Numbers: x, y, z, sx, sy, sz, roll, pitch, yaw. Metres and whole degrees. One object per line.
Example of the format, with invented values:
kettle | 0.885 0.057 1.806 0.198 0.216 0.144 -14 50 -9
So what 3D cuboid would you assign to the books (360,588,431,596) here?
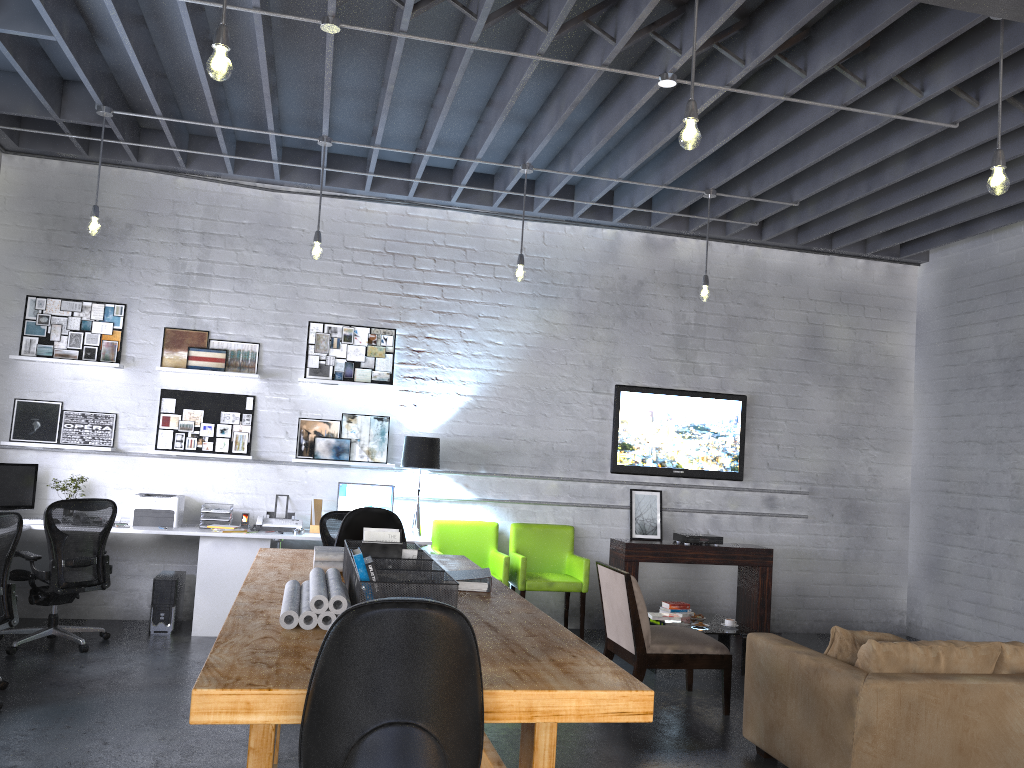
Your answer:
books | -0.424 0.742 3.225 0.250 0.022 0.205 4 -5 -8

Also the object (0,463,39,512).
object | -3.870 0.806 6.665 0.147 0.427 0.560 2 -5 24

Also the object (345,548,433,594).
object | -0.493 0.750 3.518 0.316 0.156 0.306 5 -5 -13

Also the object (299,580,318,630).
object | -0.695 0.747 3.029 0.058 0.057 0.636 5 -5 -13

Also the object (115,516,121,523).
object | -3.145 1.068 7.003 0.105 0.052 0.023 5 -4 -13

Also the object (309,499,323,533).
object | -1.612 1.084 7.297 0.087 0.259 0.237 4 -4 -13

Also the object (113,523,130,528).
object | -2.962 1.072 6.729 0.103 0.021 0.131 7 -6 -32

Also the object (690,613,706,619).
object | 1.484 1.862 7.136 0.151 0.040 0.151 3 -5 5

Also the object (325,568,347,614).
object | -0.609 0.704 3.051 0.057 0.057 0.636 5 -5 -13

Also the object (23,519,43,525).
object | -3.618 1.004 6.445 0.181 0.028 0.422 0 -6 37

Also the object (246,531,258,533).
object | -2.017 1.151 6.888 0.008 0.007 0.142 2 -5 22

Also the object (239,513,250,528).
object | -2.173 1.110 7.223 0.093 0.115 0.067 5 -4 -13

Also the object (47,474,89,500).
object | -3.470 0.886 6.934 0.271 0.362 0.297 1 -5 32

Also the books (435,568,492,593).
books | -0.213 0.838 3.826 0.244 0.067 0.299 4 -5 -3

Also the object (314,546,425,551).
object | -0.670 0.800 4.197 0.520 0.047 0.047 5 -4 -13

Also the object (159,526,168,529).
object | -2.657 1.096 6.759 0.075 0.016 0.017 3 -4 12

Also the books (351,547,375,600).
books | -0.474 0.658 2.886 0.108 0.233 0.166 4 -4 -13

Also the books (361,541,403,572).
books | -0.505 0.708 3.388 0.158 0.214 0.063 5 -4 -13

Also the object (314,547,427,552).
object | -0.660 0.797 4.151 0.520 0.047 0.047 5 -4 -13

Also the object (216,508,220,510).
object | -2.377 1.007 7.157 0.011 0.010 0.126 4 -5 -3

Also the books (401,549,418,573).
books | -0.446 0.729 3.431 0.143 0.188 0.061 5 -4 -13

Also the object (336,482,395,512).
object | -1.223 1.037 7.389 0.465 0.416 0.212 4 -4 -8

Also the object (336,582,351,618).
object | -0.585 0.756 3.054 0.058 0.057 0.636 5 -5 -13

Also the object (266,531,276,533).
object | -1.905 1.162 6.984 0.011 0.011 0.126 2 -5 26

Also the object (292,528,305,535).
object | -1.686 1.159 6.999 0.095 0.050 0.095 8 -6 -44

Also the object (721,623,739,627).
object | 1.675 1.859 6.822 0.131 0.016 0.131 4 -5 -6

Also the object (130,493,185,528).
object | -2.811 1.000 7.045 0.351 0.235 0.351 5 -5 -13

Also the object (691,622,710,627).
object | 1.438 1.832 6.764 0.137 0.031 0.137 2 -5 13

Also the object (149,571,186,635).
object | -2.686 1.698 6.918 0.180 0.410 0.476 4 -4 -13

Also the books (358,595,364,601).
books | -0.428 0.790 3.219 0.250 0.031 0.185 5 -5 -16

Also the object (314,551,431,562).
object | -0.627 0.787 4.007 0.520 0.047 0.047 5 -4 -15

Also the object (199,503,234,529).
object | -2.375 1.062 7.136 0.229 0.180 0.316 5 -5 -13

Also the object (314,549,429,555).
object | -0.639 0.791 4.061 0.520 0.047 0.047 5 -4 -13

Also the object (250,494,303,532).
object | -1.908 1.050 7.238 0.405 0.279 0.400 5 -5 -13

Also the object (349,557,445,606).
object | -0.425 0.729 3.218 0.316 0.156 0.306 5 -5 -13

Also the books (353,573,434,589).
books | -0.431 0.717 3.220 0.232 0.027 0.185 8 -6 -40

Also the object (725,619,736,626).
object | 1.678 1.837 6.826 0.077 0.052 0.081 0 -5 36

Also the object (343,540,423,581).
object | -0.562 0.771 3.817 0.316 0.156 0.306 5 -5 -13

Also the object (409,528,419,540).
object | -0.792 1.212 7.155 0.069 0.083 0.090 5 -4 -13

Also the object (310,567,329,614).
object | -0.664 0.700 3.039 0.057 0.057 0.636 5 -5 -13

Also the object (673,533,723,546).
object | 1.681 1.405 8.025 0.371 0.082 0.266 5 -5 -13

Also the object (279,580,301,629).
object | -0.751 0.742 3.017 0.057 0.058 0.636 5 -5 -13

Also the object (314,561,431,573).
object | -0.626 0.826 3.990 0.520 0.047 0.047 5 -4 -13

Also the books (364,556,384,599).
books | -0.439 0.672 2.878 0.097 0.208 0.158 4 -4 -13

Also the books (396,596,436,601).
books | -0.307 0.728 2.927 0.127 0.022 0.181 5 -5 -18

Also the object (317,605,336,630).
object | -0.640 0.751 3.042 0.057 0.058 0.636 5 -5 -13

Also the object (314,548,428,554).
object | -0.650 0.794 4.107 0.520 0.047 0.047 5 -4 -13

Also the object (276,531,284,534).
object | -1.822 1.164 6.953 0.076 0.016 0.017 0 -6 37

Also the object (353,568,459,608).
object | -0.356 0.709 2.919 0.316 0.156 0.306 5 -5 -13

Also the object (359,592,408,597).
object | -0.432 0.763 3.213 0.234 0.022 0.185 5 -5 -20
